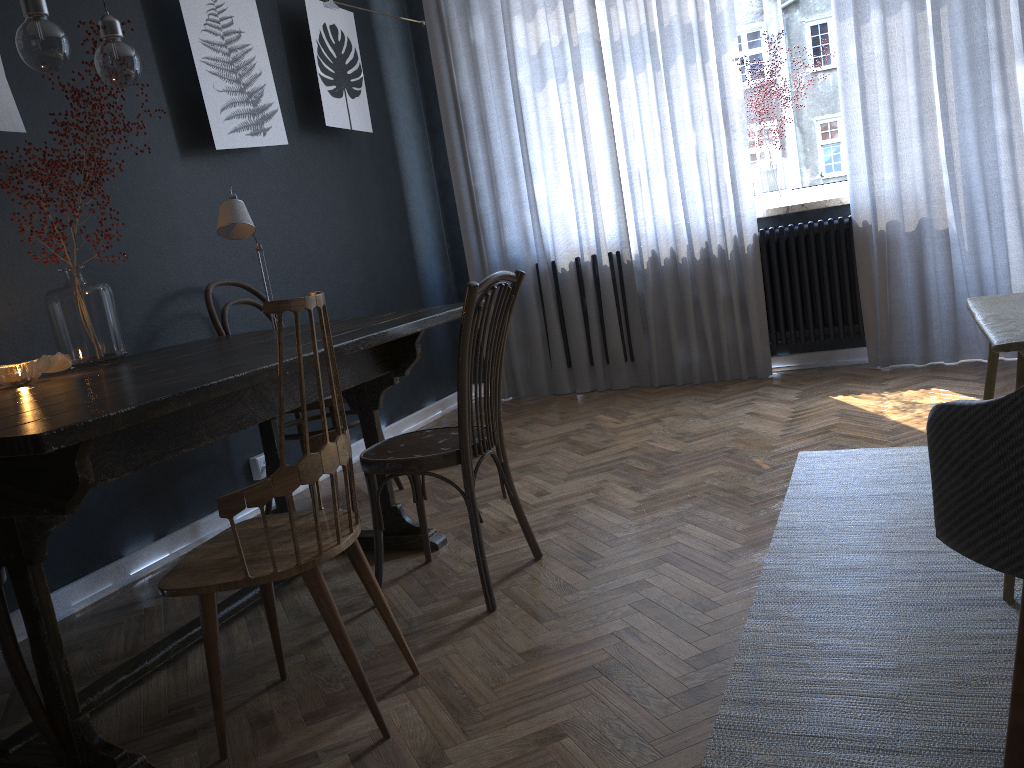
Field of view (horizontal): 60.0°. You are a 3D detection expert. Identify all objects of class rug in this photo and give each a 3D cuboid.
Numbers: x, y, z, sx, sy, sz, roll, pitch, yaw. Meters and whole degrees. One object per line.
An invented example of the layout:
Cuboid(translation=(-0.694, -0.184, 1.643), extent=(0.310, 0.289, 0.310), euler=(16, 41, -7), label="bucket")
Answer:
Cuboid(translation=(1.087, 0.408, 2.012), extent=(1.004, 0.013, 2.005), euler=(-5, 10, 24), label="rug")

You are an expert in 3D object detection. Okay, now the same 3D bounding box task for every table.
Cuboid(translation=(-0.831, 0.307, 2.279), extent=(1.126, 0.729, 1.599), euler=(-5, 10, 24), label="table")
Cuboid(translation=(1.251, 0.099, 2.017), extent=(0.339, 0.551, 0.785), euler=(-5, 10, 24), label="table")

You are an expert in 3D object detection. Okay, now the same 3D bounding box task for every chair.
Cuboid(translation=(-0.172, 0.141, 2.340), extent=(0.467, 0.822, 0.362), euler=(-5, 11, 23), label="chair")
Cuboid(translation=(0.930, 0.157, 1.134), extent=(0.645, 0.813, 0.493), euler=(-9, 10, 2), label="chair")
Cuboid(translation=(-0.775, 0.029, 3.327), extent=(0.549, 0.923, 0.436), euler=(-6, 10, 21), label="chair")
Cuboid(translation=(-1.164, 0.387, 1.506), extent=(0.438, 0.923, 0.547), euler=(-5, 11, 26), label="chair")
Cuboid(translation=(-0.471, 0.268, 1.772), extent=(0.384, 0.859, 0.454), euler=(-8, 10, 9), label="chair")

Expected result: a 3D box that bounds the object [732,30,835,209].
Cuboid(translation=(1.294, -1.290, 4.391), extent=(0.514, 0.812, 0.597), euler=(-10, 10, -2), label="object")

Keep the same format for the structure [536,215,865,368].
Cuboid(translation=(1.006, -0.468, 4.683), extent=(1.847, 0.602, 0.215), euler=(-5, 11, 24), label="structure")

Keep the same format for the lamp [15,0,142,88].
Cuboid(translation=(-0.660, -1.510, 1.558), extent=(0.582, 1.578, 1.590), euler=(-16, 12, -34), label="lamp")

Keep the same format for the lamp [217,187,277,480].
Cuboid(translation=(-0.872, -0.134, 3.167), extent=(0.241, 1.072, 0.799), euler=(-13, 10, -21), label="lamp")

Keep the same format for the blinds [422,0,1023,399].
Cuboid(translation=(1.462, -1.445, 4.183), extent=(3.994, 2.796, 0.311), euler=(-5, 11, 24), label="blinds")

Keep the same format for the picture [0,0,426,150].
Cuboid(translation=(-1.263, -1.207, 3.038), extent=(0.058, 0.773, 4.443), euler=(-5, 10, 24), label="picture")

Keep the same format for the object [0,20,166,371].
Cuboid(translation=(-1.291, -0.507, 2.519), extent=(0.638, 0.933, 0.555), euler=(-10, 10, -5), label="object")

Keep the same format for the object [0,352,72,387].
Cuboid(translation=(-1.274, -0.031, 2.290), extent=(0.252, 0.072, 0.253), euler=(-4, 11, 30), label="object")
